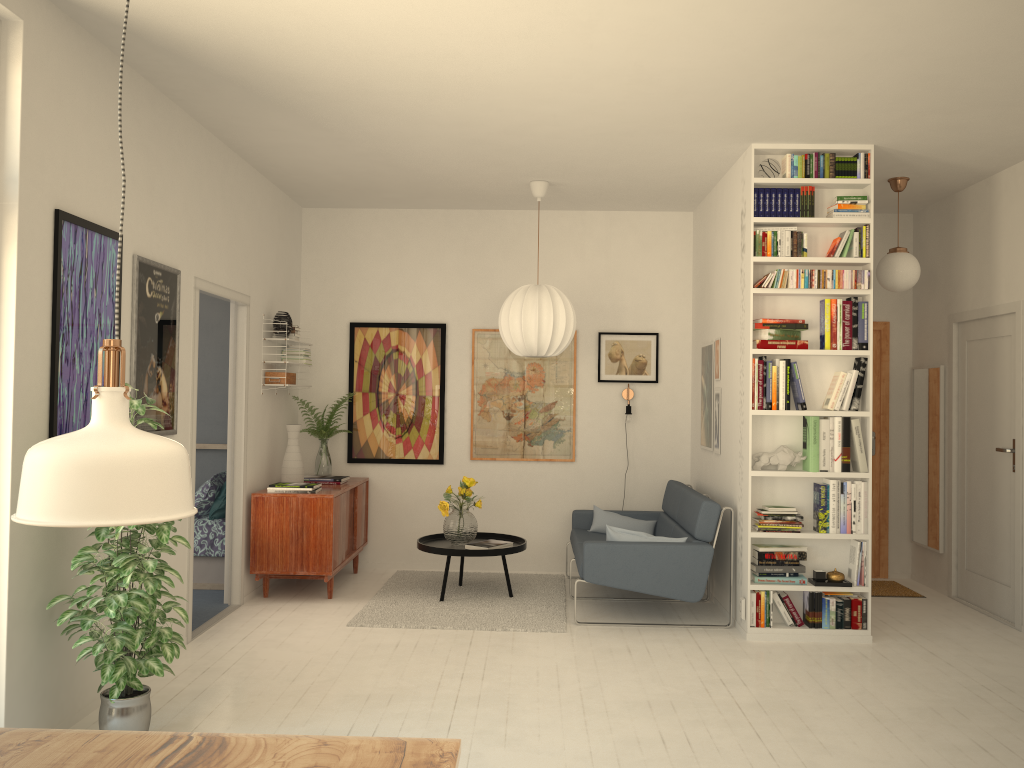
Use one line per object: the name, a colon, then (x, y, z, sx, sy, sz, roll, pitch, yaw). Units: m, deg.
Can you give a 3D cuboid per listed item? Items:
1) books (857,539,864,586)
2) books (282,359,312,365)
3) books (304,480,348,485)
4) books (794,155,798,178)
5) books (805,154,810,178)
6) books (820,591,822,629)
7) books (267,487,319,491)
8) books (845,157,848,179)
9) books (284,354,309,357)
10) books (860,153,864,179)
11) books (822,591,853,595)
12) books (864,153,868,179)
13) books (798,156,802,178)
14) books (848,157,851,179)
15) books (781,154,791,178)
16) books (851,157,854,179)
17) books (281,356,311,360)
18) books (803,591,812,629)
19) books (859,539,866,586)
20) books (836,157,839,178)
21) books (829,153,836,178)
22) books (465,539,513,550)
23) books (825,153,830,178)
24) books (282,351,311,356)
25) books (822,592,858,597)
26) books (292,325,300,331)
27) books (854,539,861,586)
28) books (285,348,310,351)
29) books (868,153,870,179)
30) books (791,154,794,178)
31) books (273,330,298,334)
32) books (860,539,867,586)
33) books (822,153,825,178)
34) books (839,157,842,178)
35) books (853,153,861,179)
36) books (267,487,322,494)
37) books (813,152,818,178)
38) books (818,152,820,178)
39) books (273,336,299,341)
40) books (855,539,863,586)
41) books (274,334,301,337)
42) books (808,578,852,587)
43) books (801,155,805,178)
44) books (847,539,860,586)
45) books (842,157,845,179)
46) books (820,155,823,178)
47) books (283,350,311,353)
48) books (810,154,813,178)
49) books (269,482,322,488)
books: (2.048, 1.049, 5.255, 0.008, 0.256, 0.184, 1, -1, 1)
books: (-1.634, -0.169, 6.743, 0.179, 0.038, 0.190, 1, -1, 1)
books: (-1.440, 0.728, 6.631, 0.371, 0.022, 0.259, 1, -1, 1)
books: (1.671, -1.275, 5.292, 0.023, 0.137, 0.161, 1, -1, 1)
books: (1.739, -1.278, 5.300, 0.028, 0.147, 0.192, 1, -1, 1)
books: (1.797, 1.315, 5.251, 0.015, 0.214, 0.202, 1, -1, 1)
books: (-1.479, 0.702, 6.015, 0.296, 0.015, 0.240, 1, -1, 1)
books: (1.965, -1.267, 5.278, 0.017, 0.130, 0.150, 1, -1, 1)
books: (-1.639, -0.214, 6.752, 0.147, 0.012, 0.195, 1, -1, -1)
books: (2.060, -1.277, 5.313, 0.020, 0.156, 0.229, 1, -1, 1)
books: (1.909, 1.230, 5.228, 0.165, 0.006, 0.103, 1, -1, 1)
books: (2.081, -1.274, 5.309, 0.021, 0.151, 0.228, 1, -1, 1)
books: (1.696, -1.271, 5.334, 0.025, 0.131, 0.253, 1, -1, 1)
books: (1.983, -1.267, 5.277, 0.017, 0.130, 0.150, 1, -1, 1)
books: (1.634, -1.281, 5.302, 0.026, 0.149, 0.155, 1, -1, 1)
books: (2.000, -1.266, 5.277, 0.017, 0.130, 0.150, 1, -1, 1)
books: (-1.639, -0.198, 6.736, 0.168, 0.021, 0.197, 1, -1, 4)
books: (1.737, 1.314, 5.245, 0.015, 0.214, 0.202, 1, -1, 1)
books: (2.055, 1.049, 5.242, 0.007, 0.257, 0.181, 1, -1, 1)
books: (1.913, -1.268, 5.279, 0.017, 0.130, 0.150, 1, -1, 1)
books: (1.888, -1.279, 5.308, 0.032, 0.152, 0.200, 1, -1, 1)
books: (-0.155, 1.106, 6.074, 0.200, 0.031, 0.289, 0, -1, 36)
books: (1.856, -1.280, 5.324, 0.032, 0.154, 0.212, 1, -1, 1)
books: (-1.636, -0.231, 6.738, 0.173, 0.023, 0.190, 1, -1, 1)
books: (1.923, 1.240, 5.246, 0.193, 0.012, 0.130, 1, -1, 1)
books: (-1.630, -0.405, 6.432, 0.178, 0.036, 0.145, 1, -1, -6)
books: (2.020, 1.050, 5.263, 0.030, 0.256, 0.198, 1, -1, 1)
books: (-1.627, -0.262, 6.743, 0.147, 0.016, 0.195, 1, -1, -1)
books: (2.098, -1.276, 5.331, 0.014, 0.154, 0.260, 1, -1, 1)
books: (1.654, -1.279, 5.318, 0.013, 0.146, 0.208, 1, -1, 1)
books: (-1.642, -0.375, 6.437, 0.155, 0.024, 0.136, 1, -1, -6)
books: (2.064, 1.049, 5.233, 0.011, 0.256, 0.139, 1, -1, 1)
books: (1.836, -1.279, 5.314, 0.009, 0.151, 0.208, 1, -1, 1)
books: (1.930, -1.267, 5.279, 0.017, 0.130, 0.150, 1, -1, 1)
books: (2.038, -1.276, 5.276, 0.019, 0.157, 0.150, 1, -1, 1)
books: (-1.470, 0.719, 6.015, 0.320, 0.020, 0.237, 1, -1, -2)
books: (1.790, -1.282, 5.323, 0.024, 0.156, 0.227, 1, -1, 1)
books: (1.807, -1.282, 5.318, 0.012, 0.158, 0.220, 1, -1, 1)
books: (-1.641, -0.329, 6.440, 0.159, 0.028, 0.146, 1, -1, -2)
books: (2.029, 1.050, 5.228, 0.033, 0.258, 0.130, 1, -1, 1)
books: (-1.632, -0.353, 6.443, 0.158, 0.019, 0.131, 1, -1, 3)
books: (1.863, 1.163, 5.198, 0.215, 0.023, 0.130, 1, -1, 1)
books: (1.717, -1.276, 5.320, 0.018, 0.141, 0.206, 1, -1, 1)
books: (2.010, 1.049, 5.261, 0.034, 0.257, 0.209, 1, -1, 1)
books: (1.948, -1.267, 5.278, 0.017, 0.130, 0.150, 1, -1, 1)
books: (1.822, -1.272, 5.307, 0.019, 0.137, 0.201, 1, -1, 1)
books: (-1.633, -0.248, 6.745, 0.153, 0.013, 0.197, 1, -1, 4)
books: (1.766, -1.279, 5.316, 0.024, 0.148, 0.188, 1, -1, 1)
books: (-1.467, 0.687, 6.015, 0.311, 0.015, 0.192, 1, -1, 5)
